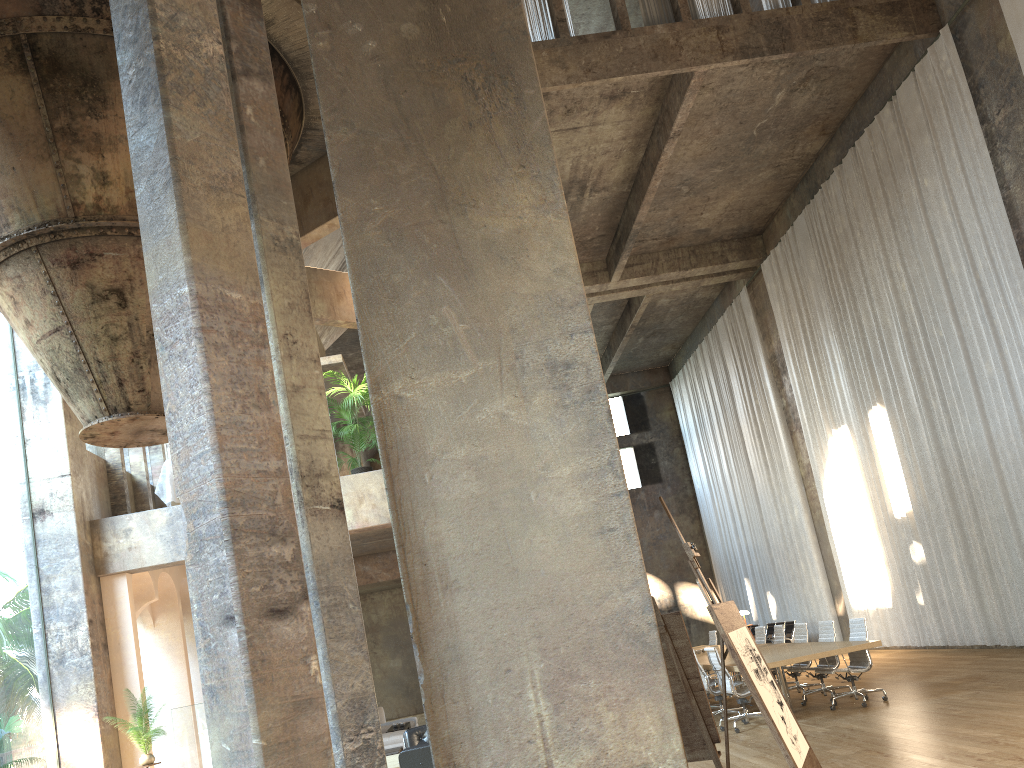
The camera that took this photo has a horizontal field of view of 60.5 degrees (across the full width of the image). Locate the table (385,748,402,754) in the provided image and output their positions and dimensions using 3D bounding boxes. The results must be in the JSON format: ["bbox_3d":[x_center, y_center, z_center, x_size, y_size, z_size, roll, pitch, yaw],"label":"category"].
[{"bbox_3d":[-2.167,5.971,13.870,0.858,0.241,0.380,-10,-14,-5],"label":"table"}]

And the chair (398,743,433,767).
[{"bbox_3d":[-0.510,3.372,7.275,0.730,0.871,0.842,-11,-12,1],"label":"chair"}]

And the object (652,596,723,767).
[{"bbox_3d":[0.958,2.104,6.039,0.712,2.097,0.689,-16,-11,26],"label":"object"}]

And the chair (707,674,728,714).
[{"bbox_3d":[2.657,4.203,12.433,0.697,1.001,0.683,-10,-11,-6],"label":"chair"}]

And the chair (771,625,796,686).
[{"bbox_3d":[3.976,4.279,13.569,0.700,1.001,0.681,-12,-11,3],"label":"chair"}]

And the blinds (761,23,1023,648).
[{"bbox_3d":[6.604,0.267,15.259,0.274,8.439,8.043,-10,-12,-5],"label":"blinds"}]

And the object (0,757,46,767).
[{"bbox_3d":[-3.229,2.294,5.269,0.858,0.918,0.706,-11,-12,-3],"label":"object"}]

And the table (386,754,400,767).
[{"bbox_3d":[-1.127,3.791,7.959,2.405,0.684,1.136,-10,-14,-5],"label":"table"}]

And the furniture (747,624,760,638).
[{"bbox_3d":[5.806,6.655,22.539,0.707,0.821,1.925,-10,-15,-6],"label":"furniture"}]

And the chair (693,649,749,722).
[{"bbox_3d":[2.713,3.944,11.590,0.700,1.001,0.681,-12,-11,3],"label":"chair"}]

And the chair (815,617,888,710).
[{"bbox_3d":[1.348,3.944,10.661,12.921,1.007,32.402,-9,-16,-6],"label":"chair"}]

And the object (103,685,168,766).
[{"bbox_3d":[-4.317,3.950,10.169,0.684,0.917,0.885,-8,-13,-15],"label":"object"}]

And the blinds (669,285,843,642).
[{"bbox_3d":[6.121,2.875,23.798,0.274,8.439,8.048,-10,-12,-7],"label":"blinds"}]

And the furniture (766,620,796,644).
[{"bbox_3d":[5.939,5.937,20.187,0.707,0.821,1.925,-10,-15,-6],"label":"furniture"}]

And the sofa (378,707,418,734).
[{"bbox_3d":[-3.094,7.410,18.983,2.063,0.704,1.101,-10,-14,-6],"label":"sofa"}]

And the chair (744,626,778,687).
[{"bbox_3d":[3.930,4.544,14.436,0.699,1.001,0.682,-11,-11,0],"label":"chair"}]

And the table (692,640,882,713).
[{"bbox_3d":[3.335,4.610,13.809,1.597,0.740,7.934,-10,-16,-6],"label":"table"}]

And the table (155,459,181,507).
[{"bbox_3d":[-3.969,1.394,12.235,1.745,0.783,1.147,-10,-14,-5],"label":"table"}]

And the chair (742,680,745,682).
[{"bbox_3d":[3.866,4.826,15.354,0.697,1.001,0.683,-10,-11,-6],"label":"chair"}]

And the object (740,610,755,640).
[{"bbox_3d":[4.883,5.389,18.384,0.580,1.267,0.663,-17,-12,27],"label":"object"}]

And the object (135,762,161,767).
[{"bbox_3d":[-4.077,4.840,10.035,0.657,0.950,0.586,-1,-15,-41],"label":"object"}]

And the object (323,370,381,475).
[{"bbox_3d":[-2.147,0.565,12.394,1.402,1.767,1.390,-11,-12,0],"label":"object"}]

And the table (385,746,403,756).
[{"bbox_3d":[-2.183,6.102,14.231,0.788,0.198,1.142,-9,-16,-6],"label":"table"}]

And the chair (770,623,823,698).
[{"bbox_3d":[4.029,4.008,12.684,0.699,1.001,0.682,-11,-11,0],"label":"chair"}]

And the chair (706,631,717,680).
[{"bbox_3d":[3.742,5.349,17.045,0.699,1.001,0.682,-11,-11,0],"label":"chair"}]

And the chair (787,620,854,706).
[{"bbox_3d":[4.082,3.732,11.780,0.698,1.001,0.682,-11,-11,-2],"label":"chair"}]

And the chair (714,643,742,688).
[{"bbox_3d":[3.819,5.084,16.197,0.700,1.001,0.681,-12,-11,3],"label":"chair"}]

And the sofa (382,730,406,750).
[{"bbox_3d":[-2.859,6.144,14.845,2.059,0.704,3.012,-10,-16,-6],"label":"sofa"}]

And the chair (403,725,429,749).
[{"bbox_3d":[-0.693,3.835,8.726,0.726,0.871,0.846,-9,-13,-12],"label":"chair"}]

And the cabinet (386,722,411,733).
[{"bbox_3d":[-2.174,6.875,17.160,0.395,0.360,1.606,-10,-16,-6],"label":"cabinet"}]

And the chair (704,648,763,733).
[{"bbox_3d":[2.796,3.678,10.742,0.699,1.001,0.682,-11,-11,0],"label":"chair"}]

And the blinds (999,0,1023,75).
[{"bbox_3d":[7.087,-2.334,6.746,0.274,8.439,8.043,-10,-12,-5],"label":"blinds"}]

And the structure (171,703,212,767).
[{"bbox_3d":[-3.594,4.615,10.595,0.593,1.511,0.762,-10,-11,-6],"label":"structure"}]

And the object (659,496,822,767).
[{"bbox_3d":[1.167,1.518,4.188,0.692,2.097,0.709,-15,-10,20],"label":"object"}]
